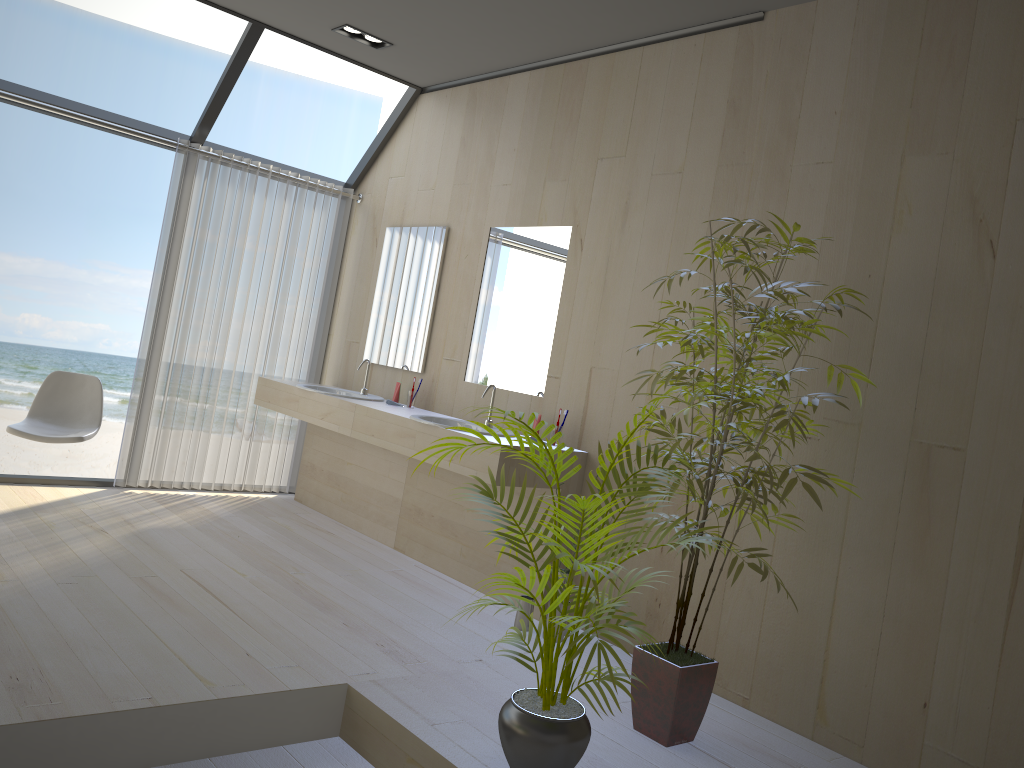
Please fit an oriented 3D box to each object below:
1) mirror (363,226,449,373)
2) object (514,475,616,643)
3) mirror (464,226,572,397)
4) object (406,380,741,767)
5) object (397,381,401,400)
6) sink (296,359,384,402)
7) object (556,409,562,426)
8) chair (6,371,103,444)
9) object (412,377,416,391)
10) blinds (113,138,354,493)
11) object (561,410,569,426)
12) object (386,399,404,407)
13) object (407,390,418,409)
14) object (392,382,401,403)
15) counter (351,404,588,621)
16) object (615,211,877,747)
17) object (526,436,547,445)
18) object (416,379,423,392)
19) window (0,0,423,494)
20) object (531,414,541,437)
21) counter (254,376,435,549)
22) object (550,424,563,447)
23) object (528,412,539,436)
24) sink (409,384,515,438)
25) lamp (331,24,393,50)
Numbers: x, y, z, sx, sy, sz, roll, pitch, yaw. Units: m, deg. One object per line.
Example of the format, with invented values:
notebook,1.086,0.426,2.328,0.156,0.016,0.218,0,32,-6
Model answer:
mirror,-0.659,-0.533,5.420,0.023,0.870,0.656,12,-2,-41
object,0.265,0.724,3.882,0.275,0.750,0.404,8,-2,37
mirror,0.029,-0.399,4.650,0.023,0.870,0.656,12,-2,-41
object,0.120,0.506,2.444,0.915,1.159,0.751,10,-1,-7
object,-0.674,0.052,5.208,0.039,0.135,0.038,9,-2,8
sink,-1.014,0.039,5.246,0.501,0.420,0.576,10,0,-37
object,0.211,0.201,4.111,0.012,0.178,0.050,10,-2,-2
chair,-2.349,0.122,4.610,0.368,0.348,0.455,10,0,-12
object,-0.566,0.049,5.029,0.012,0.178,0.050,10,-2,-2
blinds,-1.706,-0.364,5.570,1.176,2.075,0.084,11,-2,-41
object,0.225,0.204,4.145,0.053,0.175,0.012,10,-2,-15
object,-0.661,0.108,5.013,0.104,0.029,0.032,10,0,0
object,-0.574,0.090,5.057,0.058,0.100,0.058,11,-2,-34
object,-0.664,0.056,5.094,0.039,0.135,0.038,9,-2,8
counter,-0.293,0.602,4.369,0.547,0.792,1.210,11,0,-41
object,0.700,0.302,2.971,0.784,1.760,0.936,10,-2,-16
object,0.116,0.261,4.095,0.104,0.029,0.032,10,0,0
object,-0.552,0.052,5.062,0.053,0.175,0.012,10,-2,-15
window,-2.732,-0.861,4.387,4.536,2.819,0.748,9,-1,-41
object,0.114,0.209,4.177,0.039,0.135,0.039,10,-2,1
counter,-1.070,0.449,5.286,0.547,0.792,1.210,11,0,-41
object,0.203,0.243,4.140,0.058,0.100,0.059,10,-2,-30
object,0.103,0.205,4.291,0.039,0.135,0.039,10,-2,1
sink,-0.237,0.191,4.328,0.501,0.420,0.576,10,0,-37
lamp,-0.814,-1.959,4.873,0.299,0.112,0.165,9,1,-41
